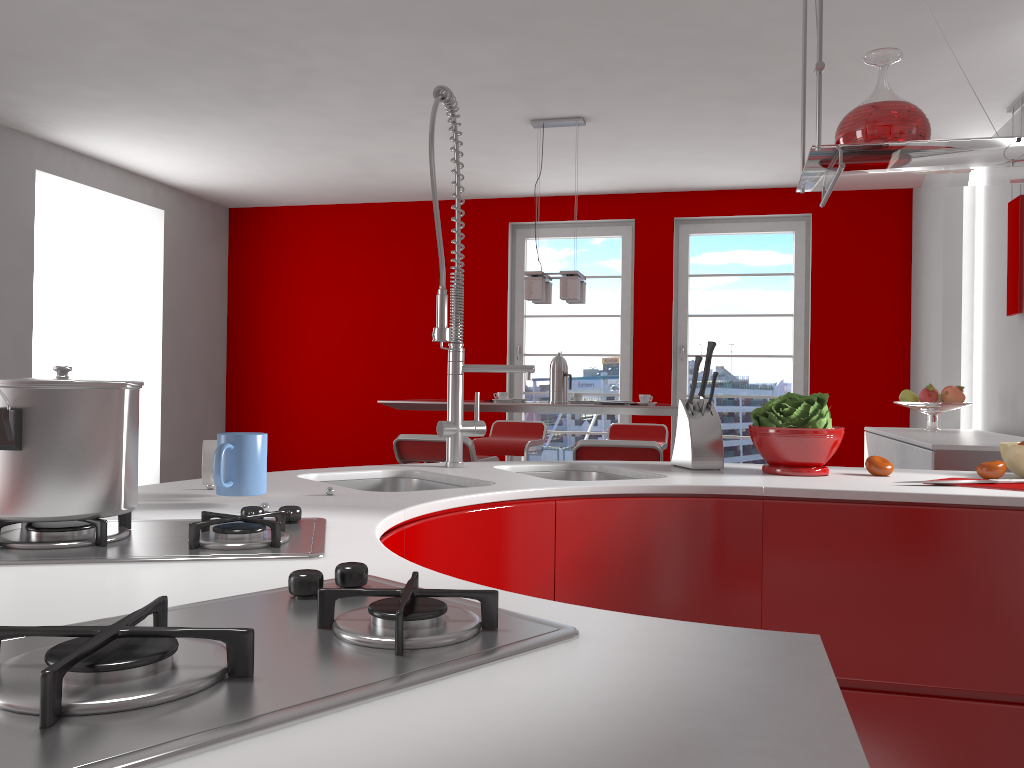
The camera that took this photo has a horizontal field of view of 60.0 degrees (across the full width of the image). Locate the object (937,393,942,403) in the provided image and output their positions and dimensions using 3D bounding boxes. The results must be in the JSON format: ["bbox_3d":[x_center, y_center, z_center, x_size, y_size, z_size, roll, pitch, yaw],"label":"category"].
[{"bbox_3d":[2.350,0.090,4.935,0.086,0.079,0.084,1,0,42],"label":"object"}]

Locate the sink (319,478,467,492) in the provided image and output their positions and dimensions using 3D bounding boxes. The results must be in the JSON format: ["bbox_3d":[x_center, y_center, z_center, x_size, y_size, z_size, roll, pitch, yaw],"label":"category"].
[{"bbox_3d":[-0.258,0.313,1.924,0.326,0.172,0.428,1,0,-37],"label":"sink"}]

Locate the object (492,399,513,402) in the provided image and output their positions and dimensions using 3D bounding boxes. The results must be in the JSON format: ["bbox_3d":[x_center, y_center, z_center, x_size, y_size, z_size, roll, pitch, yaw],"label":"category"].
[{"bbox_3d":[-0.055,0.096,5.136,0.119,0.016,0.119,1,0,-6],"label":"object"}]

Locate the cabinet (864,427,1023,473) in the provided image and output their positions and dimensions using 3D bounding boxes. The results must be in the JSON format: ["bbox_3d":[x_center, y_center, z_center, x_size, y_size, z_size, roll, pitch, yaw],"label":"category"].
[{"bbox_3d":[2.198,0.695,4.385,0.610,0.880,1.802,1,0,14],"label":"cabinet"}]

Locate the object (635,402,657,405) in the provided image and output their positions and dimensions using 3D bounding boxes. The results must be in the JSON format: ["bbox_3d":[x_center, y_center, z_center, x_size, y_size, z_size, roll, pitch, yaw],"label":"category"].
[{"bbox_3d":[0.722,0.107,4.832,0.119,0.016,0.119,1,0,33],"label":"object"}]

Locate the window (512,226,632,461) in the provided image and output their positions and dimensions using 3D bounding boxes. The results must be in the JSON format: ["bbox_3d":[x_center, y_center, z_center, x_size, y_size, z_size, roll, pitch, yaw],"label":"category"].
[{"bbox_3d":[0.473,-0.231,7.072,0.938,2.038,0.117,1,0,14],"label":"window"}]

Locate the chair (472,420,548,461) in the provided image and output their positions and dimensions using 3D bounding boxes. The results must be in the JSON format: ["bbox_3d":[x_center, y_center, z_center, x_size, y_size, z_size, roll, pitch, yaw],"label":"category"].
[{"bbox_3d":[-0.023,0.679,5.920,0.418,0.857,0.460,1,0,21],"label":"chair"}]

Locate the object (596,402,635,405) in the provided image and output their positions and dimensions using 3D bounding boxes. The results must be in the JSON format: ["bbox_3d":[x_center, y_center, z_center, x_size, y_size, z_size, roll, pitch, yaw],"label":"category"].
[{"bbox_3d":[0.540,0.103,4.684,0.217,0.015,0.217,1,0,-40],"label":"object"}]

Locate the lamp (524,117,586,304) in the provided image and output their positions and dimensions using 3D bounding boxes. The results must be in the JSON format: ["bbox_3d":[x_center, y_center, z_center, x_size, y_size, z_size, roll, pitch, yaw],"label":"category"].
[{"bbox_3d":[0.254,-0.980,5.034,0.304,1.025,0.304,1,0,14],"label":"lamp"}]

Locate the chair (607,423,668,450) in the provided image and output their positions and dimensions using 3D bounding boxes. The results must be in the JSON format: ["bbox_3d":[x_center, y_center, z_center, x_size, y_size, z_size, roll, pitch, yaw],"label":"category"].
[{"bbox_3d":[0.785,0.690,5.744,0.418,0.857,0.460,1,0,16],"label":"chair"}]

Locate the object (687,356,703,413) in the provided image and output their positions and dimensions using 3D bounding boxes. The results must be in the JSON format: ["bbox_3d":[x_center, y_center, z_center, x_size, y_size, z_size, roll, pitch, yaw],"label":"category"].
[{"bbox_3d":[0.463,0.067,2.301,0.012,0.279,0.130,1,0,-15],"label":"object"}]

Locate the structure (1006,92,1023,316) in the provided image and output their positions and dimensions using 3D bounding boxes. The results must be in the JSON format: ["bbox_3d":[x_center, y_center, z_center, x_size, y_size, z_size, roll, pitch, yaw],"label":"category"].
[{"bbox_3d":[2.534,-0.712,4.296,0.040,1.503,0.820,1,0,14],"label":"structure"}]

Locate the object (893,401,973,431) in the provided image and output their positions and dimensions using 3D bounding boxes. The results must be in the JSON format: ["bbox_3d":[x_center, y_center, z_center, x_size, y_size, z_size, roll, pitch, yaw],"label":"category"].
[{"bbox_3d":[2.329,0.180,4.916,0.398,0.159,0.398,1,0,-27],"label":"object"}]

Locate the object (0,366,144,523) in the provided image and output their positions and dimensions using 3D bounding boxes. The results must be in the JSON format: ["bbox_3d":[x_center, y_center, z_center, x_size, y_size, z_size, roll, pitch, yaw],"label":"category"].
[{"bbox_3d":[-0.566,0.069,1.114,0.189,0.185,0.218,1,0,-24],"label":"object"}]

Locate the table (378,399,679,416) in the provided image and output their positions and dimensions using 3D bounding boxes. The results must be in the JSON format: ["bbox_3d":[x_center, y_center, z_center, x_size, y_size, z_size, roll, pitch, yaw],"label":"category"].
[{"bbox_3d":[0.177,0.606,5.041,1.700,1.000,0.800,1,0,14],"label":"table"}]

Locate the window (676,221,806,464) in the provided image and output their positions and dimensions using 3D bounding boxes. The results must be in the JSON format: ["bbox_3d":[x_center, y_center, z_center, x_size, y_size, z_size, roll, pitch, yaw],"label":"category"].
[{"bbox_3d":[1.736,-0.213,6.766,0.938,2.038,0.117,1,0,14],"label":"window"}]

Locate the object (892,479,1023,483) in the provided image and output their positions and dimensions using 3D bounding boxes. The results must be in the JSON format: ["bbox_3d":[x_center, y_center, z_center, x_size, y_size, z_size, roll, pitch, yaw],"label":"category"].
[{"bbox_3d":[1.022,0.217,1.975,0.375,0.008,0.041,1,0,-10],"label":"object"}]

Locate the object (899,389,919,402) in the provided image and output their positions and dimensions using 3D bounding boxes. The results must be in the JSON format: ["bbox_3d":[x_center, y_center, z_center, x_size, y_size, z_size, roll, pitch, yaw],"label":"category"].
[{"bbox_3d":[2.225,0.074,4.965,0.083,0.086,0.100,1,0,-27],"label":"object"}]

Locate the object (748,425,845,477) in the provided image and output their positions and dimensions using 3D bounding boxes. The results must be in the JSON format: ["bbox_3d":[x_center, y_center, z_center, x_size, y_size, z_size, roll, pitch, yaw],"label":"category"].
[{"bbox_3d":[0.705,0.164,2.205,0.229,0.118,0.228,1,0,-15],"label":"object"}]

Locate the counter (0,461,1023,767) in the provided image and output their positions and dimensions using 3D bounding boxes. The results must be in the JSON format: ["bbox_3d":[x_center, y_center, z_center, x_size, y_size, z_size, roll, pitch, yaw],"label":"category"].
[{"bbox_3d":[0.382,0.655,1.670,2.865,0.880,1.868,1,0,-43],"label":"counter"}]

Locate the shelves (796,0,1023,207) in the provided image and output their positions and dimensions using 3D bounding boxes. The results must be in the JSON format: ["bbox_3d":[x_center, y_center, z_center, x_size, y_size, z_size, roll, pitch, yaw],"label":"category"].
[{"bbox_3d":[1.176,-0.980,2.074,0.934,1.023,0.462,1,0,14],"label":"shelves"}]

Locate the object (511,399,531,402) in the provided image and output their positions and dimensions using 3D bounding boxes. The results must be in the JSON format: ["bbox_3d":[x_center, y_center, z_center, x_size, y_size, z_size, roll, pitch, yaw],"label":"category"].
[{"bbox_3d":[0.004,0.097,5.342,0.217,0.015,0.217,1,0,38],"label":"object"}]

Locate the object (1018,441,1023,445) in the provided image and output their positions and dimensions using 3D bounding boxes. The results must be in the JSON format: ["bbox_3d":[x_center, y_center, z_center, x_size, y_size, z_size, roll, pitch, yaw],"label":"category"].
[{"bbox_3d":[1.260,0.160,2.151,0.066,0.049,0.062,1,0,22],"label":"object"}]

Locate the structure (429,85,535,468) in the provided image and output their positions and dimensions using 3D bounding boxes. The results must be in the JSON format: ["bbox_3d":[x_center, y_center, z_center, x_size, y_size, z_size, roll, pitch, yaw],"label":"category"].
[{"bbox_3d":[-0.110,-0.250,2.182,0.308,0.920,0.178,1,0,-33],"label":"structure"}]

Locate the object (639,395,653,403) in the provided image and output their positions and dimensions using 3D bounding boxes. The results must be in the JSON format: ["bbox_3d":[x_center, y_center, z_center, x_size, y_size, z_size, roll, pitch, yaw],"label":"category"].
[{"bbox_3d":[0.730,0.083,4.830,0.078,0.049,0.062,1,0,13],"label":"object"}]

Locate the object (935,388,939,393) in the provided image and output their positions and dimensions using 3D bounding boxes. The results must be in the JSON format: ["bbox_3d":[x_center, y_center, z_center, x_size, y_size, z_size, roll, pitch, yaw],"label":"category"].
[{"bbox_3d":[2.361,0.068,5.021,0.096,0.105,0.117,1,0,43],"label":"object"}]

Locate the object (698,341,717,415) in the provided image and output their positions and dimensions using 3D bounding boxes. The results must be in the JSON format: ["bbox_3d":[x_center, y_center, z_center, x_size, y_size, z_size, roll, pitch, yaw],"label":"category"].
[{"bbox_3d":[0.492,0.052,2.298,0.014,0.322,0.150,1,0,-15],"label":"object"}]

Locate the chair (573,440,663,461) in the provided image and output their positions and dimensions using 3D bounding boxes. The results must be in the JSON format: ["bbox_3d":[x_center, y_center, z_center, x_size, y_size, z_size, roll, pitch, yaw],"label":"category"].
[{"bbox_3d":[0.495,0.679,4.137,0.418,0.857,0.460,1,0,9],"label":"chair"}]

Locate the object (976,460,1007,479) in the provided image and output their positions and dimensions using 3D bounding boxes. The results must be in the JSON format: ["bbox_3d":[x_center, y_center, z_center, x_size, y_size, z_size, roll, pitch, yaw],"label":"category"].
[{"bbox_3d":[1.157,0.208,2.141,0.065,0.047,0.063,1,0,13],"label":"object"}]

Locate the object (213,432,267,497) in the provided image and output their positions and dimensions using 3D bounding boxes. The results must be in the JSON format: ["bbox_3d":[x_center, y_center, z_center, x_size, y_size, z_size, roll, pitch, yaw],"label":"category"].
[{"bbox_3d":[-0.445,0.132,1.458,0.080,0.100,0.109,1,0,-13],"label":"object"}]

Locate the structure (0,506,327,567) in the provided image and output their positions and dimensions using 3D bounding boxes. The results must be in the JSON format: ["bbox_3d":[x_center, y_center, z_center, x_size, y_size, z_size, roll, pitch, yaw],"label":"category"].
[{"bbox_3d":[-0.470,0.181,1.130,0.457,0.037,0.303,1,0,-11],"label":"structure"}]

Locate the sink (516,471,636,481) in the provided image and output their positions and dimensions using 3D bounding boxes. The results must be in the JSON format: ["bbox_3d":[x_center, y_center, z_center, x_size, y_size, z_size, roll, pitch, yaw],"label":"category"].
[{"bbox_3d":[0.157,0.320,2.178,0.326,0.172,0.428,1,0,-25],"label":"sink"}]

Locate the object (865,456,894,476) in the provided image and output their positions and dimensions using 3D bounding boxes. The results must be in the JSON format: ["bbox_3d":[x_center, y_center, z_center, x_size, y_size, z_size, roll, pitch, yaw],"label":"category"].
[{"bbox_3d":[0.904,0.202,2.181,0.064,0.048,0.063,1,0,-8],"label":"object"}]

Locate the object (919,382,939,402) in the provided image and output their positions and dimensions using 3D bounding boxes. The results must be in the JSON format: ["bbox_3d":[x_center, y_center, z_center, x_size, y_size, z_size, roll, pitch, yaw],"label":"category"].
[{"bbox_3d":[2.271,0.055,4.846,0.097,0.133,0.117,1,0,3],"label":"object"}]

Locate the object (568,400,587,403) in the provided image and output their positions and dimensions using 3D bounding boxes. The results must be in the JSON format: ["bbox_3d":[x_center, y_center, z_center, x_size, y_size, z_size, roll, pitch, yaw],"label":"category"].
[{"bbox_3d":[0.378,0.103,5.137,0.119,0.016,0.119,1,0,11],"label":"object"}]

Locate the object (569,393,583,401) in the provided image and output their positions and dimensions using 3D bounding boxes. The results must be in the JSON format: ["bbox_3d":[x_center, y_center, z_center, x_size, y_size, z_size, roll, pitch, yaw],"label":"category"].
[{"bbox_3d":[0.374,0.079,5.144,0.062,0.049,0.078,1,0,-36],"label":"object"}]

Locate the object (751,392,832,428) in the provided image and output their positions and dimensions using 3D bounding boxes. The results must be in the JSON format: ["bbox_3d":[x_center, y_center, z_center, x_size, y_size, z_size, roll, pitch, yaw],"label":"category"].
[{"bbox_3d":[0.695,0.110,2.207,0.198,0.182,0.193,1,0,19],"label":"object"}]

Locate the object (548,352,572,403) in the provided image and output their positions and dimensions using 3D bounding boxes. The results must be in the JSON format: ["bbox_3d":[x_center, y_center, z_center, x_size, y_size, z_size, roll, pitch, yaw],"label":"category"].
[{"bbox_3d":[0.279,-0.036,4.996,0.149,0.287,0.113,1,0,22],"label":"object"}]

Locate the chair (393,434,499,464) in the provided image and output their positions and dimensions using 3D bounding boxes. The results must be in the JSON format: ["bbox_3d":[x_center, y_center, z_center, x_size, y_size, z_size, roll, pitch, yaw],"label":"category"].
[{"bbox_3d":[-0.316,0.668,4.340,0.418,0.857,0.460,1,0,18],"label":"chair"}]

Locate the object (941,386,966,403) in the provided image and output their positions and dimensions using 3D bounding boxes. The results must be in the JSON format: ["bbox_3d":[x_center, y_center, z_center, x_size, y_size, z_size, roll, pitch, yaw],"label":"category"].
[{"bbox_3d":[2.396,0.063,4.805,0.121,0.101,0.097,1,0,-8],"label":"object"}]

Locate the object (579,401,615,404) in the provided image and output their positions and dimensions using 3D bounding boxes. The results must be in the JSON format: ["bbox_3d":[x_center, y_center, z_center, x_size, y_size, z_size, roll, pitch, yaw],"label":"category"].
[{"bbox_3d":[0.467,0.103,4.936,0.217,0.015,0.217,1,0,-39],"label":"object"}]

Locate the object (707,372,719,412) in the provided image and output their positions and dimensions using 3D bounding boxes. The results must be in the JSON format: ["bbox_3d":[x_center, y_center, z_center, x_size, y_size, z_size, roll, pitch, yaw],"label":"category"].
[{"bbox_3d":[0.516,0.066,2.313,0.009,0.197,0.091,1,0,-15],"label":"object"}]

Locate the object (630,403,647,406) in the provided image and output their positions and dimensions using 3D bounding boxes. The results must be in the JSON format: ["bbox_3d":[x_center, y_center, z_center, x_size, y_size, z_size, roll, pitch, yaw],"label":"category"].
[{"bbox_3d":[0.673,0.107,4.645,0.095,0.012,0.234,1,0,14],"label":"object"}]

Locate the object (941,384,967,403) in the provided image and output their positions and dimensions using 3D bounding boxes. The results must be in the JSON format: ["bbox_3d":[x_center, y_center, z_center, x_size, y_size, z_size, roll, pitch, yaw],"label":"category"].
[{"bbox_3d":[2.438,0.057,4.927,0.150,0.129,0.117,1,0,-29],"label":"object"}]

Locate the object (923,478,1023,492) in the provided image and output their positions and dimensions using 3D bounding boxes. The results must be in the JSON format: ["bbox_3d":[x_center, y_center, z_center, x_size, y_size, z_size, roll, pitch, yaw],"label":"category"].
[{"bbox_3d":[1.078,0.225,1.979,0.266,0.006,0.168,1,0,40],"label":"object"}]

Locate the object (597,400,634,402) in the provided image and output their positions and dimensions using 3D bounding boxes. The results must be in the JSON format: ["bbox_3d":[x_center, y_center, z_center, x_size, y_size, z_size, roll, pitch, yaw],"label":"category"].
[{"bbox_3d":[0.604,0.106,5.203,0.217,0.015,0.217,1,0,-11],"label":"object"}]

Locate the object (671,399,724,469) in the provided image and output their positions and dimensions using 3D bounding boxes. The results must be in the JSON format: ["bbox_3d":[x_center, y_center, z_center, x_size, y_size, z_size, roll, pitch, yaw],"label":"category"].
[{"bbox_3d":[0.485,0.128,2.325,0.091,0.178,0.137,1,0,-13],"label":"object"}]

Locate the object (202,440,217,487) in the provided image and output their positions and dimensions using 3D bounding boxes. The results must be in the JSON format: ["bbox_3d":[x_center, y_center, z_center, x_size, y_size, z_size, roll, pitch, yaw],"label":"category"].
[{"bbox_3d":[-0.497,0.140,1.577,0.100,0.080,0.109,1,0,-16],"label":"object"}]

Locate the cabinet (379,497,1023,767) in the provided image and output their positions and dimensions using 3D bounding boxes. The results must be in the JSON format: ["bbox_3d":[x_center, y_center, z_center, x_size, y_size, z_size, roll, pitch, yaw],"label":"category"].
[{"bbox_3d":[0.635,0.627,1.566,1.875,0.761,1.025,1,0,-31],"label":"cabinet"}]

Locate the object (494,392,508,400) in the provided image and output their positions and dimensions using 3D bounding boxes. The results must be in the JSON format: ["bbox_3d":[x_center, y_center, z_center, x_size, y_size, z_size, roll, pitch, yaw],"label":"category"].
[{"bbox_3d":[-0.061,0.072,5.141,0.078,0.049,0.062,1,0,36],"label":"object"}]

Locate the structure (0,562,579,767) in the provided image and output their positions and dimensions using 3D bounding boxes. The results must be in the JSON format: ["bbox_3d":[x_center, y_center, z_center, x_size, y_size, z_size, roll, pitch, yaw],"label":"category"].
[{"bbox_3d":[-0.204,0.184,0.667,0.303,0.037,0.457,1,0,44],"label":"structure"}]

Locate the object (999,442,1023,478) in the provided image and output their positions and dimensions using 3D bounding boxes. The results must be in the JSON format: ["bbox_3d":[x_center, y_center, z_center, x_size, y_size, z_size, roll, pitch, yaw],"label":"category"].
[{"bbox_3d":[1.304,0.191,2.165,0.201,0.086,0.201,1,0,15],"label":"object"}]

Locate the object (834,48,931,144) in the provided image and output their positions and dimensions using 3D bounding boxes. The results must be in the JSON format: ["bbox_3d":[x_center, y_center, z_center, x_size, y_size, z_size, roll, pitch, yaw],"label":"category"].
[{"bbox_3d":[0.886,-0.657,2.122,0.213,0.266,0.213,1,0,42],"label":"object"}]
